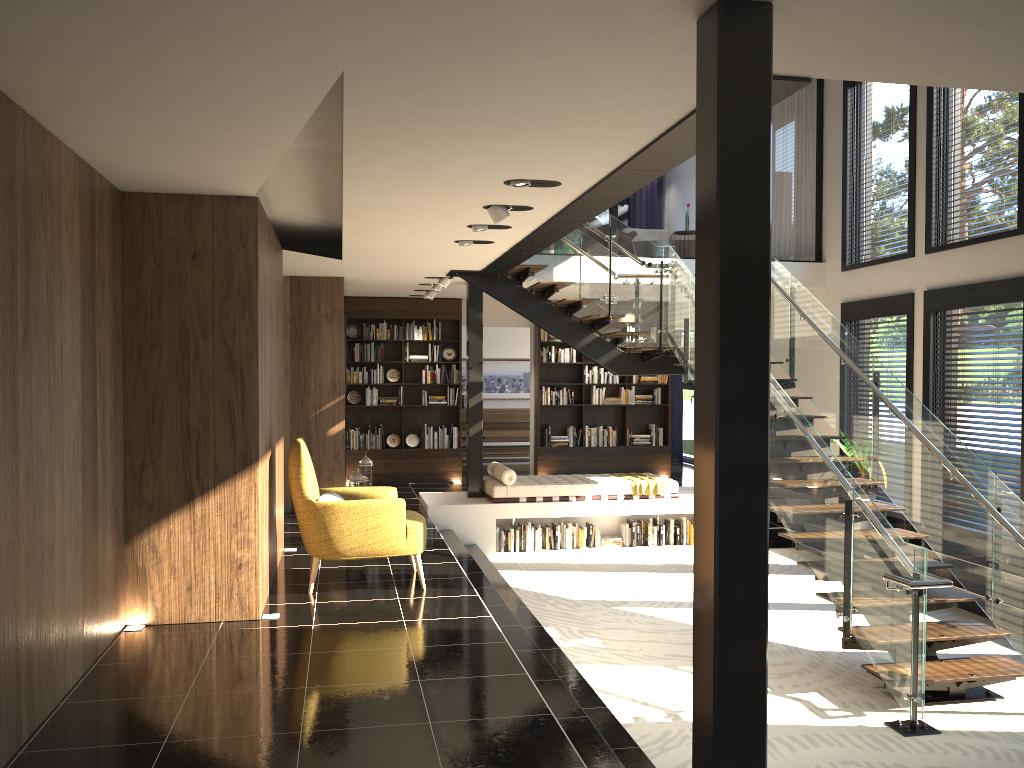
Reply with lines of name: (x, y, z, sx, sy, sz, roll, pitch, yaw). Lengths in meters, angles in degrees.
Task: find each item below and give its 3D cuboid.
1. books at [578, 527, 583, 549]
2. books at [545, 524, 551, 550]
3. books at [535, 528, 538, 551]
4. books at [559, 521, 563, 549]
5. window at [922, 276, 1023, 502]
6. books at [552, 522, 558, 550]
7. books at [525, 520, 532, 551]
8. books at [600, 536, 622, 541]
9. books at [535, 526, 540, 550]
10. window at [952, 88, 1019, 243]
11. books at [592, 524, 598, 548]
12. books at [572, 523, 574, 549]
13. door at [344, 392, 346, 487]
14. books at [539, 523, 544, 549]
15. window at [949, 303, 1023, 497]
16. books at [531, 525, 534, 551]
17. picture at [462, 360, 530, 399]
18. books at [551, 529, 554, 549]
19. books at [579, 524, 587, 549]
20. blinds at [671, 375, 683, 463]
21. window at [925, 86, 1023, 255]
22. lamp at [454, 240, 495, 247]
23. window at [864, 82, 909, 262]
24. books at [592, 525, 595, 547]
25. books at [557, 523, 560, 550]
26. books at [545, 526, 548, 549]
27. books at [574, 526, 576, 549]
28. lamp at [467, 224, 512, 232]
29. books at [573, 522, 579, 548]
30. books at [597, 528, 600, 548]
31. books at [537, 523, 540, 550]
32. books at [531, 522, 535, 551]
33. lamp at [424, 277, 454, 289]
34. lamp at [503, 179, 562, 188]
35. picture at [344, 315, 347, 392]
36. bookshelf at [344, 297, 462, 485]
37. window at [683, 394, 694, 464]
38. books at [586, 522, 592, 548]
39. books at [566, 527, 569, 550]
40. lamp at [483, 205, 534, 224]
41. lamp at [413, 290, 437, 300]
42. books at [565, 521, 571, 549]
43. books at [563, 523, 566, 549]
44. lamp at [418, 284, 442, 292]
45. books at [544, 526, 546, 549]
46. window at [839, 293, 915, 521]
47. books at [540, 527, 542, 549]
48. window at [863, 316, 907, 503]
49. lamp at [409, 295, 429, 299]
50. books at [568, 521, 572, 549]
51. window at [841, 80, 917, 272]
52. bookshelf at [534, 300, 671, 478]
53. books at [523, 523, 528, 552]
books: (0.801, 1.828, 10.532, 0.028, 0.233, 0.205, 0, 1, -11)
books: (0.426, 1.803, 10.473, 0.028, 0.282, 0.172, 0, 1, -11)
books: (0.275, 1.824, 10.404, 0.029, 0.240, 0.165, 0, 1, -11)
books: (0.582, 1.790, 10.524, 0.023, 0.308, 0.126, 0, 1, -11)
window: (4.669, 0.258, 8.707, 0.358, 2.476, 1.498, 0, 1, -11)
books: (0.507, 1.795, 10.479, 0.033, 0.299, 0.195, 0, 1, -11)
books: (0.192, 1.775, 10.380, 0.051, 0.338, 0.187, 0, 1, -11)
books: (1.174, 1.858, 10.655, 0.249, 0.026, 0.148, 0, 1, -14)
books: (0.297, 1.809, 10.421, 0.021, 0.271, 0.148, 0, 1, -11)
window: (4.737, -2.597, 8.687, 0.005, 2.298, 1.220, 0, 1, -11)
books: (0.990, 1.816, 10.601, 0.020, 0.257, 0.154, 0, 1, -11)
books: (0.704, 1.798, 10.531, 0.023, 0.293, 0.157, 0, 1, -11)
door: (-2.331, 0.282, 12.136, 0.104, 2.348, 0.931, 0, 1, -11)
books: (0.351, 1.802, 10.500, 0.025, 0.285, 0.137, 0, 1, -11)
window: (4.740, 0.258, 8.712, 0.005, 2.298, 1.312, 0, 1, -11)
books: (0.230, 1.803, 10.387, 0.025, 0.283, 0.149, 0, 1, -11)
picture: (-0.033, -0.081, 16.924, 3.543, 0.748, 0.035, 0, 1, -11)
books: (0.462, 1.827, 10.494, 0.050, 0.234, 0.149, 0, 1, -11)
books: (0.838, 1.816, 10.547, 0.050, 0.258, 0.215, 0, 1, -11)
blinds: (2.955, 0.100, 16.528, 0.161, 2.771, 1.080, 0, 1, -12)
window: (4.666, -2.598, 8.682, 0.358, 2.476, 1.393, 0, 1, -11)
lamp: (-0.318, -1.247, 7.491, 0.346, 0.177, 0.195, 0, 1, -11)
window: (4.436, -2.612, 10.254, 0.005, 2.298, 1.220, 0, 1, -11)
books: (0.954, 1.818, 10.621, 0.045, 0.252, 0.142, 0, 1, -11)
books: (0.534, 1.798, 10.498, 0.025, 0.293, 0.205, 0, 1, -11)
books: (0.401, 1.814, 10.478, 0.019, 0.261, 0.183, 0, 1, -11)
books: (0.729, 1.818, 10.552, 0.034, 0.252, 0.151, 0, 1, -11)
lamp: (-0.172, -1.240, 6.729, 0.346, 0.177, 0.195, 0, 1, -11)
books: (0.760, 1.798, 10.568, 0.036, 0.293, 0.128, 0, 1, -11)
books: (1.015, 1.835, 10.607, 0.030, 0.218, 0.186, 0, 1, -11)
books: (0.313, 1.796, 10.447, 0.020, 0.295, 0.102, 0, 1, -11)
books: (0.250, 1.788, 10.400, 0.021, 0.313, 0.139, 0, 1, -11)
lamp: (-0.843, -1.230, 10.238, 0.346, 0.263, 0.195, 0, 1, -11)
lamp: (0.121, -1.235, 5.206, 0.346, 0.158, 0.195, 0, 1, -11)
picture: (-2.053, -0.367, 10.929, 0.028, 0.911, 0.748, 0, 1, -11)
bookshelf: (-1.589, 0.102, 12.904, 1.703, 2.683, 0.273, 0, 1, -11)
window: (3.300, 0.197, 15.680, 0.184, 2.476, 2.980, 0, 1, -11)
books: (0.920, 1.802, 10.596, 0.030, 0.284, 0.176, 0, 1, -11)
books: (0.637, 1.822, 10.503, 0.027, 0.246, 0.193, 0, 1, -11)
lamp: (-0.025, -1.197, 5.969, 0.346, 0.247, 0.195, 0, 1, -11)
lamp: (-1.136, -1.244, 11.759, 0.346, 0.263, 0.195, 0, 1, -11)
books: (0.660, 1.792, 10.524, 0.026, 0.305, 0.187, 0, 1, -11)
books: (0.607, 1.801, 10.520, 0.025, 0.287, 0.169, 0, 1, -11)
lamp: (-0.989, -1.252, 10.998, 0.346, 0.231, 0.195, 0, 1, -11)
books: (0.377, 1.815, 10.490, 0.023, 0.260, 0.133, 0, 1, -11)
window: (4.360, 0.246, 10.314, 0.358, 2.476, 1.393, 0, 1, -11)
books: (0.326, 1.821, 10.497, 0.026, 0.247, 0.149, 0, 1, -11)
window: (4.431, 0.246, 10.319, 0.005, 2.298, 1.220, 0, 1, -11)
lamp: (-1.283, -1.294, 12.523, 0.346, 0.177, 0.195, 0, 1, -11)
books: (0.683, 1.792, 10.523, 0.020, 0.305, 0.172, 0, 1, -11)
window: (4.365, -2.612, 10.249, 0.358, 2.476, 1.393, 0, 1, -11)
bookshelf: (1.382, 0.101, 13.475, 2.090, 2.683, 0.273, 0, 1, -11)
books: (0.158, 1.790, 10.353, 0.028, 0.309, 0.211, 0, 1, -11)
